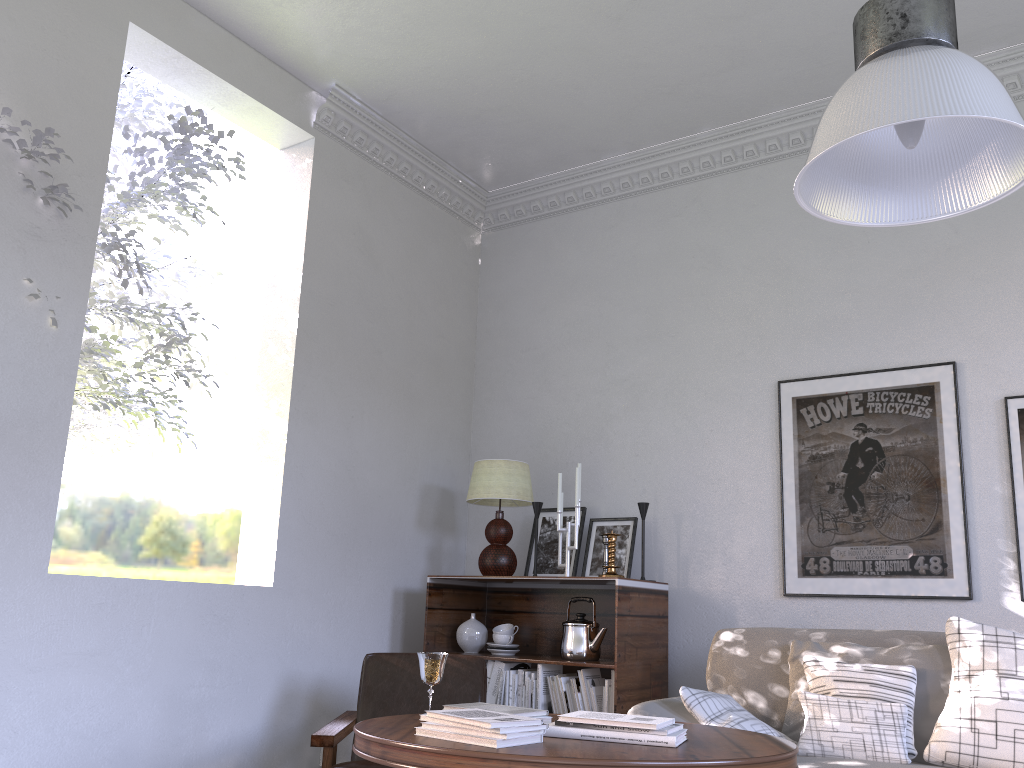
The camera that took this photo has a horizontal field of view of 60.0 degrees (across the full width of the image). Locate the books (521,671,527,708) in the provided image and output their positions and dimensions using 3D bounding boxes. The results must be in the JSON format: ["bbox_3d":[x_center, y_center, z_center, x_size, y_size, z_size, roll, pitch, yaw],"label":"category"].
[{"bbox_3d":[0.076,1.107,3.086,0.011,0.205,0.132,-8,-16,38],"label":"books"}]

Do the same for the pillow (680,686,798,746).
[{"bbox_3d":[0.607,0.918,2.367,0.215,0.204,0.313,-9,-18,39],"label":"pillow"}]

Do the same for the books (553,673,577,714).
[{"bbox_3d":[0.200,1.089,2.993,0.074,0.208,0.130,-6,-15,33],"label":"books"}]

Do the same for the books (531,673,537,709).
[{"bbox_3d":[0.102,1.100,3.051,0.009,0.202,0.115,-8,-16,38],"label":"books"}]

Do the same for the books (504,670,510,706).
[{"bbox_3d":[0.018,1.110,3.106,0.011,0.205,0.132,-8,-16,38],"label":"books"}]

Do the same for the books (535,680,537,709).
[{"bbox_3d":[0.116,1.108,3.038,0.009,0.180,0.116,-8,-16,38],"label":"books"}]

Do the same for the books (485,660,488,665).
[{"bbox_3d":[-0.100,1.121,3.217,0.112,0.233,0.174,-6,-16,33],"label":"books"}]

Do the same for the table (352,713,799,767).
[{"bbox_3d":[0.124,0.968,1.887,0.952,0.428,0.743,1,-14,4],"label":"table"}]

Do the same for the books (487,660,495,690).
[{"bbox_3d":[-0.055,1.116,3.201,0.093,0.237,0.174,-6,-16,33],"label":"books"}]

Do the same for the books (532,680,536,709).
[{"bbox_3d":[0.105,1.107,3.039,0.009,0.182,0.116,-8,-16,38],"label":"books"}]

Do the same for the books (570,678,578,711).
[{"bbox_3d":[0.248,1.091,2.974,0.061,0.197,0.115,-6,-15,33],"label":"books"}]

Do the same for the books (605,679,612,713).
[{"bbox_3d":[0.333,1.071,2.898,0.009,0.202,0.115,-6,-15,33],"label":"books"}]

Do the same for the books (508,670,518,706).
[{"bbox_3d":[0.032,1.110,3.105,0.011,0.205,0.132,-8,-16,38],"label":"books"}]

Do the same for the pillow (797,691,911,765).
[{"bbox_3d":[0.872,0.884,2.274,0.284,0.165,0.071,-6,-15,30],"label":"pillow"}]

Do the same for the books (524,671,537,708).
[{"bbox_3d":[0.085,1.105,3.079,0.011,0.205,0.132,-8,-16,38],"label":"books"}]

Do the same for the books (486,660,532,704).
[{"bbox_3d":[-0.023,1.110,3.172,0.105,0.240,0.176,-6,-16,33],"label":"books"}]

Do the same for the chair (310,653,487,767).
[{"bbox_3d":[-0.275,1.052,2.493,0.497,0.549,0.709,2,-14,-1],"label":"chair"}]

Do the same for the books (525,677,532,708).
[{"bbox_3d":[0.088,1.110,3.063,0.012,0.186,0.121,-8,-16,38],"label":"books"}]

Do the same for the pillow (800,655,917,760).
[{"bbox_3d":[0.916,0.865,2.345,0.310,0.267,0.131,-8,-16,37],"label":"pillow"}]

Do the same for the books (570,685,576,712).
[{"bbox_3d":[0.245,1.103,2.978,0.055,0.176,0.116,-6,-15,33],"label":"books"}]

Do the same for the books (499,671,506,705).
[{"bbox_3d":[-0.013,1.111,3.109,0.026,0.205,0.121,-5,-15,28],"label":"books"}]

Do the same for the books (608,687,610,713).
[{"bbox_3d":[0.343,1.081,2.896,0.009,0.182,0.116,-6,-15,33],"label":"books"}]

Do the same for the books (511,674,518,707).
[{"bbox_3d":[0.042,1.114,3.096,0.015,0.194,0.126,-8,-16,38],"label":"books"}]

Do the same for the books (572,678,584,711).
[{"bbox_3d":[0.258,1.085,2.954,0.064,0.200,0.132,-6,-15,33],"label":"books"}]

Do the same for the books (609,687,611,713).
[{"bbox_3d":[0.348,1.079,2.885,0.009,0.180,0.116,-6,-15,33],"label":"books"}]

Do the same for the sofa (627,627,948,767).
[{"bbox_3d":[1.242,0.947,2.108,1.863,0.676,0.773,-7,-17,33],"label":"sofa"}]

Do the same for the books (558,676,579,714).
[{"bbox_3d":[0.214,1.091,2.982,0.064,0.200,0.132,-6,-15,33],"label":"books"}]

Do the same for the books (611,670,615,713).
[{"bbox_3d":[0.360,1.052,2.884,0.018,0.235,0.127,-6,-15,33],"label":"books"}]

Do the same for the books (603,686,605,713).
[{"bbox_3d":[0.328,1.083,2.904,0.009,0.180,0.116,-6,-15,33],"label":"books"}]

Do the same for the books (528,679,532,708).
[{"bbox_3d":[0.092,1.110,3.051,0.009,0.180,0.116,-8,-16,38],"label":"books"}]

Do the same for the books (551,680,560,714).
[{"bbox_3d":[0.189,1.100,3.002,0.065,0.191,0.126,-6,-15,33],"label":"books"}]

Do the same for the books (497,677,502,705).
[{"bbox_3d":[-0.021,1.122,3.114,0.025,0.183,0.122,-5,-15,28],"label":"books"}]

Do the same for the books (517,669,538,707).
[{"bbox_3d":[0.063,1.106,3.096,0.020,0.210,0.130,-8,-16,38],"label":"books"}]

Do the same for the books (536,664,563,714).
[{"bbox_3d":[0.128,1.080,3.036,0.018,0.235,0.127,-8,-16,38],"label":"books"}]

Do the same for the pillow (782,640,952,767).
[{"bbox_3d":[0.980,0.861,2.407,0.490,0.310,0.152,-7,-16,33],"label":"pillow"}]

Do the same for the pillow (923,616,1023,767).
[{"bbox_3d":[1.255,0.767,2.156,0.454,0.382,0.221,-7,-16,35],"label":"pillow"}]
